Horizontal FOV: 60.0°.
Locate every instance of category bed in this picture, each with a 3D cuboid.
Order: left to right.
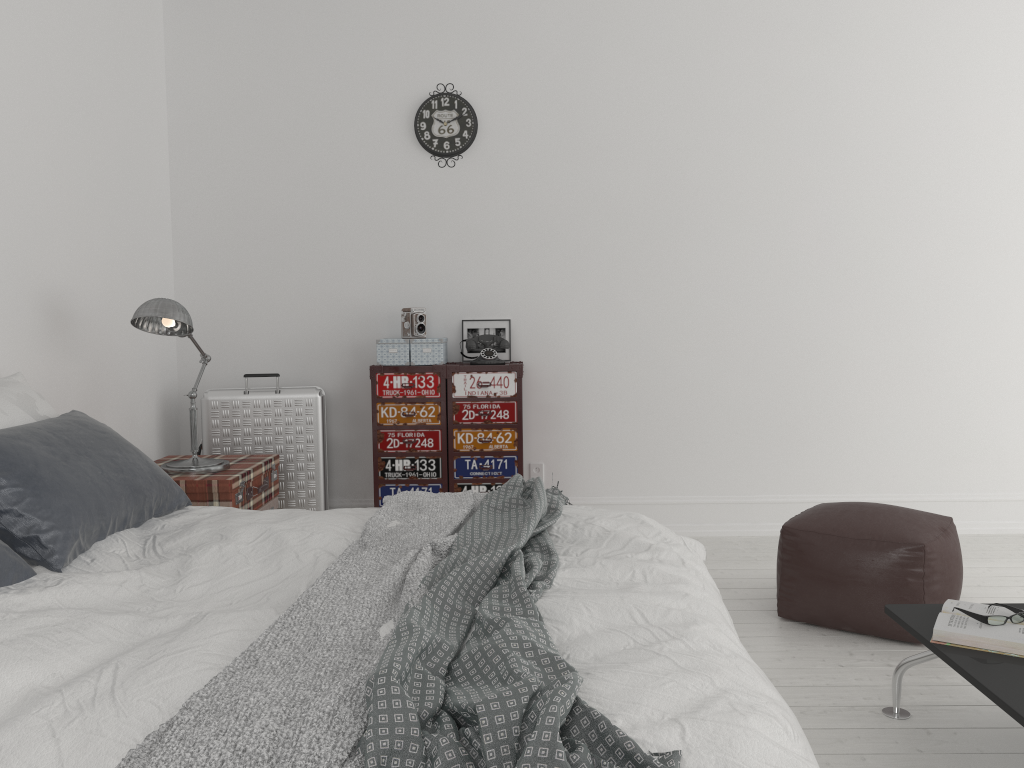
[{"bbox_3d":[-0.572,0.544,2.112,2.473,0.926,2.217,-1,4,2],"label":"bed"}]

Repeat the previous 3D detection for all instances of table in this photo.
[{"bbox_3d":[1.475,0.819,2.168,0.824,0.313,0.833,-1,4,1],"label":"table"}]

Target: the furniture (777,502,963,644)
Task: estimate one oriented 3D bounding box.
[{"bbox_3d":[1.369,0.676,3.410,0.646,0.423,0.646,2,5,35],"label":"furniture"}]

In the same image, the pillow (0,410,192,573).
[{"bbox_3d":[-1.289,0.280,2.560,0.405,0.339,0.842,-1,4,1],"label":"pillow"}]

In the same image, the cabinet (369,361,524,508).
[{"bbox_3d":[-0.317,0.363,4.526,0.762,0.942,0.281,-1,4,1],"label":"cabinet"}]

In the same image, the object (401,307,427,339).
[{"bbox_3d":[-0.487,-0.309,4.491,0.121,0.157,0.117,-4,5,-39],"label":"object"}]

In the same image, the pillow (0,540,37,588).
[{"bbox_3d":[-1.317,0.345,1.669,0.405,0.329,0.837,-1,4,1],"label":"pillow"}]

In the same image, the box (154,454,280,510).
[{"bbox_3d":[-1.309,0.439,3.738,0.537,0.185,0.647,-1,4,1],"label":"box"}]

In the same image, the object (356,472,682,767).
[{"bbox_3d":[0.072,0.546,2.109,0.536,0.377,2.154,-1,4,4],"label":"object"}]

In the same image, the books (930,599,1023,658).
[{"bbox_3d":[1.257,0.633,2.345,0.231,0.040,0.342,2,5,33],"label":"books"}]

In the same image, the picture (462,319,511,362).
[{"bbox_3d":[-0.133,-0.226,4.621,0.254,0.218,0.037,-1,4,1],"label":"picture"}]

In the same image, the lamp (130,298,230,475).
[{"bbox_3d":[-1.308,0.011,3.538,0.269,0.699,0.488,-1,4,1],"label":"lamp"}]

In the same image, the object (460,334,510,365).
[{"bbox_3d":[-0.139,-0.174,4.494,0.216,0.155,0.181,2,5,31],"label":"object"}]

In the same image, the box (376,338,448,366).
[{"bbox_3d":[-0.502,-0.165,4.498,0.332,0.131,0.242,-1,4,1],"label":"box"}]

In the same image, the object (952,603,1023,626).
[{"bbox_3d":[1.260,0.603,2.341,0.141,0.030,0.135,-2,4,-14],"label":"object"}]

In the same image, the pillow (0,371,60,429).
[{"bbox_3d":[-1.517,0.262,2.128,0.465,0.529,1.965,-1,4,1],"label":"pillow"}]

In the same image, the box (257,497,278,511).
[{"bbox_3d":[-1.303,0.627,3.695,0.537,0.185,0.647,-1,4,1],"label":"box"}]

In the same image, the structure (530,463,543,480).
[{"bbox_3d":[0.130,0.489,4.682,0.070,0.140,0.009,-1,4,1],"label":"structure"}]

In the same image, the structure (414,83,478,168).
[{"bbox_3d":[-0.340,-1.328,4.544,0.330,0.427,0.043,-1,4,1],"label":"structure"}]

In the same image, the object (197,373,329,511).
[{"bbox_3d":[-1.268,0.393,4.506,0.647,0.902,0.208,-1,4,-9],"label":"object"}]

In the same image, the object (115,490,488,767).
[{"bbox_3d":[-0.298,0.656,2.103,0.521,0.500,2.236,0,4,4],"label":"object"}]
